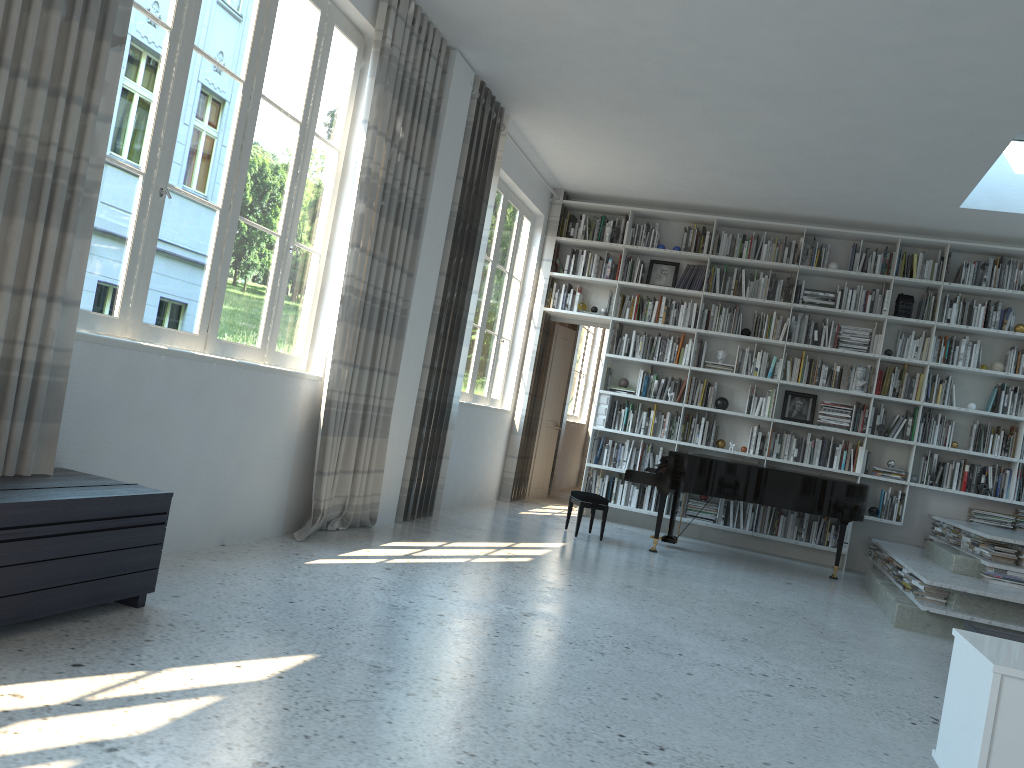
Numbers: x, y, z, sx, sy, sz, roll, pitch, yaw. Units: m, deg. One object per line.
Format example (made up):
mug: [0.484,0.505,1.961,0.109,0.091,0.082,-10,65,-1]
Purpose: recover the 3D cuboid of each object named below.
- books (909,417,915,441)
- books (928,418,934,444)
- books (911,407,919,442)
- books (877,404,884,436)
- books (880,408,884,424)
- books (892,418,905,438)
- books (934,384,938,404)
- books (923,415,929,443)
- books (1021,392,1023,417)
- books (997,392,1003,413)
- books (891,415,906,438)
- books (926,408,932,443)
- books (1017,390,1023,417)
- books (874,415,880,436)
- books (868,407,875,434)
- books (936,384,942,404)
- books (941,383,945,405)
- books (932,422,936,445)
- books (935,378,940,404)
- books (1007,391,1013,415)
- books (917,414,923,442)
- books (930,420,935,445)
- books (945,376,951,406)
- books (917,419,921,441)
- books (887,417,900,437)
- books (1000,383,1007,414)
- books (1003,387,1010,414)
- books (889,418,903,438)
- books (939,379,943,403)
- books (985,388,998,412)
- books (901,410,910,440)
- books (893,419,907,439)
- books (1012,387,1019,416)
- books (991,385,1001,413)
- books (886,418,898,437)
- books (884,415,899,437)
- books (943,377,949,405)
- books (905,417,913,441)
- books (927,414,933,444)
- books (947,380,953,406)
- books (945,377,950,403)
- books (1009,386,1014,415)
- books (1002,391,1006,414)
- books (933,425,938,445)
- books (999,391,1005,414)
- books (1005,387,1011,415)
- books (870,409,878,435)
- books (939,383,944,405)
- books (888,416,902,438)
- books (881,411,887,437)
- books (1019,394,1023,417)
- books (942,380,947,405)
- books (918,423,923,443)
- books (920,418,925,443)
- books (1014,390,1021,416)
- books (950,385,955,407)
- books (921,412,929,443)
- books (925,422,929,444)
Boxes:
books: [3.684,0.423,8.203,0.021,0.226,0.148,10,-1,16]
books: [3.840,0.437,8.154,0.013,0.248,0.165,10,-1,16]
books: [3.709,0.377,8.196,0.014,0.325,0.183,10,-1,16]
books: [3.431,0.340,8.285,0.013,0.307,0.141,10,-1,16]
books: [3.442,0.362,8.290,0.012,0.266,0.157,10,-1,16]
books: [3.583,0.414,8.249,0.090,0.215,0.139,10,-1,16]
books: [3.886,0.101,8.171,0.014,0.192,0.147,10,-1,16]
books: [3.805,0.415,8.171,0.006,0.281,0.155,10,-1,16]
books: [4.574,0.190,7.962,0.010,0.245,0.158,10,-1,16]
books: [4.394,0.178,8.015,0.006,0.209,0.188,10,-1,16]
books: [3.578,0.400,8.241,0.094,0.238,0.150,10,-1,16]
books: [3.833,0.390,8.182,0.007,0.342,0.149,10,-1,16]
books: [4.541,0.181,7.966,0.011,0.252,0.169,10,-1,16]
books: [3.398,0.392,8.275,0.027,0.192,0.182,10,-1,16]
books: [3.360,0.350,8.313,0.024,0.263,0.154,10,-1,16]
books: [3.907,0.104,8.139,0.017,0.192,0.191,10,-1,16]
books: [3.945,0.101,8.147,0.007,0.211,0.158,10,-1,16]
books: [3.860,0.456,8.149,0.013,0.218,0.161,10,-1,16]
books: [3.906,0.073,8.173,0.013,0.256,0.144,10,-1,16]
books: [4.465,0.182,7.990,0.012,0.224,0.178,10,-1,16]
books: [3.754,0.414,8.182,0.010,0.266,0.158,10,-1,16]
books: [3.846,0.450,8.141,0.011,0.226,0.188,10,-1,16]
books: [3.991,0.071,8.145,0.013,0.287,0.159,10,-1,16]
books: [3.742,0.433,8.190,0.012,0.226,0.147,10,-1,16]
books: [3.532,0.408,8.239,0.089,0.210,0.176,10,-1,16]
books: [4.427,0.141,8.025,0.013,0.295,0.154,10,-1,16]
books: [4.442,0.159,8.005,0.018,0.263,0.165,10,-1,16]
books: [3.562,0.412,8.247,0.090,0.212,0.143,10,-1,16]
books: [3.930,0.084,8.161,0.008,0.242,0.169,10,-1,16]
books: [4.345,0.155,8.044,0.056,0.241,0.153,10,-1,16]
books: [3.648,0.387,8.225,0.013,0.285,0.139,10,-1,16]
books: [3.591,0.421,8.235,0.091,0.205,0.169,10,-1,16]
books: [4.506,0.164,7.973,0.012,0.273,0.184,10,-1,16]
books: [4.380,0.148,8.028,0.021,0.264,0.174,10,-1,16]
books: [3.529,0.402,8.255,0.088,0.220,0.138,10,-1,16]
books: [3.516,0.396,8.239,0.095,0.228,0.190,10,-1,16]
books: [3.973,0.077,8.144,0.006,0.270,0.178,10,-1,16]
books: [3.657,0.419,8.199,0.029,0.223,0.171,10,-1,16]
books: [3.834,0.419,8.155,0.005,0.283,0.159,10,-1,16]
books: [4.011,0.092,8.146,0.007,0.254,0.161,10,-1,16]
books: [3.981,0.076,8.148,0.006,0.273,0.167,10,-1,16]
books: [4.491,0.162,8.000,0.032,0.274,0.154,10,-1,16]
books: [4.431,0.175,8.023,0.007,0.230,0.146,10,-1,16]
books: [3.868,0.474,8.141,0.013,0.186,0.184,10,-1,16]
books: [4.404,0.175,8.012,0.013,0.219,0.187,10,-1,16]
books: [4.457,0.163,8.001,0.015,0.259,0.152,10,-1,16]
books: [3.382,0.359,8.303,0.028,0.253,0.142,10,-1,16]
books: [3.937,0.102,8.158,0.014,0.209,0.156,10,-1,16]
books: [3.554,0.404,8.254,0.095,0.226,0.144,10,-1,16]
books: [3.463,0.375,8.284,0.035,0.248,0.141,10,-1,16]
books: [4.558,0.205,7.976,0.023,0.212,0.164,10,-1,16]
books: [3.963,0.089,8.156,0.017,0.243,0.132,10,-1,16]
books: [3.761,0.455,8.187,0.015,0.188,0.168,10,-1,16]
books: [3.780,0.433,8.193,0.011,0.239,0.136,10,-1,16]
books: [4.534,0.184,7.986,0.013,0.244,0.158,10,-1,16]
books: [4.028,0.117,8.112,0.051,0.210,0.177,10,-1,16]
books: [3.795,0.407,8.176,0.018,0.295,0.177,10,-1,16]
books: [3.809,0.455,8.175,0.013,0.204,0.154,10,-1,16]
